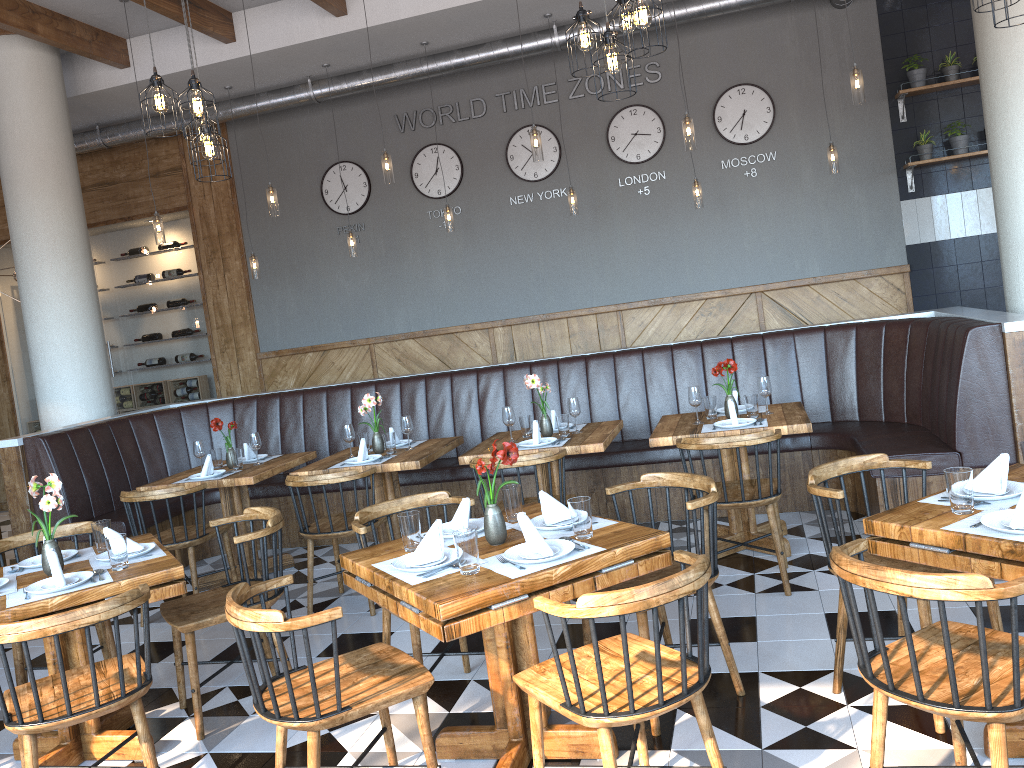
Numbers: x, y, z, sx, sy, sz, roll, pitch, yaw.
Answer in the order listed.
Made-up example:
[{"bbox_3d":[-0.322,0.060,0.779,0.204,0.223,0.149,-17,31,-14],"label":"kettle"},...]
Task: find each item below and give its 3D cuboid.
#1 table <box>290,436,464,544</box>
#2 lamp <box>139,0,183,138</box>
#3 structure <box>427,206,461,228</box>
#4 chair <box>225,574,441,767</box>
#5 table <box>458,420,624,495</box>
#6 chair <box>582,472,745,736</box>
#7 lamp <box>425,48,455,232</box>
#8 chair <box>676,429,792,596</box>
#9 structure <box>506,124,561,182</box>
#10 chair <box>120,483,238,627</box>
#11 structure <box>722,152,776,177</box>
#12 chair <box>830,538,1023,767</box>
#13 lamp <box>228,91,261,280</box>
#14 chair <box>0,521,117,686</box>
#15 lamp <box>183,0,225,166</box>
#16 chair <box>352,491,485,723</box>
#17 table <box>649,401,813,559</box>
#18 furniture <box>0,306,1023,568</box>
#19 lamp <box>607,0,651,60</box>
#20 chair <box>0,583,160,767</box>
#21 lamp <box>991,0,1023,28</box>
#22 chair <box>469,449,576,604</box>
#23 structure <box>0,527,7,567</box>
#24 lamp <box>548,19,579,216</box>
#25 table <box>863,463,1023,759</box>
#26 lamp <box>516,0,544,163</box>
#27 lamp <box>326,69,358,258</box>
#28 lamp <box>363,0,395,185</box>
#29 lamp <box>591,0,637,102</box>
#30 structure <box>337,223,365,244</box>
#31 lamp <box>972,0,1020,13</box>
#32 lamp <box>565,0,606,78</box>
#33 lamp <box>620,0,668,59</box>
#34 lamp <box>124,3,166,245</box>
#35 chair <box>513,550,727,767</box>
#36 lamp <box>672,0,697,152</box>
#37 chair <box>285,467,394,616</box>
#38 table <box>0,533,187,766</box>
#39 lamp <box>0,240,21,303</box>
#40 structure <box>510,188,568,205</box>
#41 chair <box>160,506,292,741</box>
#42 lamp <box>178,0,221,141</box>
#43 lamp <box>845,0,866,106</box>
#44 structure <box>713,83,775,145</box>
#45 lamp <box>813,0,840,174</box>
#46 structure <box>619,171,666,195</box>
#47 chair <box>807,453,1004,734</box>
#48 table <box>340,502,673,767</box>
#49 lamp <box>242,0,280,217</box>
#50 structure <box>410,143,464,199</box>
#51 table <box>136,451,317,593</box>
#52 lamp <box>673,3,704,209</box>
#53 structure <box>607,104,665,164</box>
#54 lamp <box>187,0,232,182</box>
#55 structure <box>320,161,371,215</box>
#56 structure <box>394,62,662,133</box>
[{"bbox_3d":[-0.791,0.824,5.713,0.849,0.762,0.853,-7,4,15],"label":"table"},{"bbox_3d":[-1.910,-2.297,4.468,0.175,2.067,0.175,-8,2,-2],"label":"lamp"},{"bbox_3d":[-0.686,-1.694,9.077,0.368,0.199,0.021,-7,3,15],"label":"structure"},{"bbox_3d":[-0.551,1.008,2.764,0.551,0.816,0.519,-10,3,-30],"label":"chair"},{"bbox_3d":[0.254,0.702,5.432,0.849,0.762,0.853,-7,4,15],"label":"table"},{"bbox_3d":[0.551,0.802,3.409,0.551,0.816,0.519,-10,3,-30],"label":"chair"},{"bbox_3d":[-0.694,-2.365,8.082,0.078,1.961,0.078,-10,3,-40],"label":"lamp"},{"bbox_3d":[1.153,0.625,4.535,0.519,0.816,0.551,-7,3,15],"label":"chair"},{"bbox_3d":[0.212,-2.286,8.785,0.560,0.559,0.046,-7,2,15],"label":"structure"},{"bbox_3d":[-2.015,0.994,5.387,0.519,0.816,0.551,-7,3,15],"label":"chair"},{"bbox_3d":[2.227,-2.033,8.293,0.497,0.199,0.021,-7,3,15],"label":"structure"},{"bbox_3d":[1.174,0.808,2.300,0.551,0.816,0.519,-10,3,-30],"label":"chair"},{"bbox_3d":[-2.629,-1.996,8.614,0.078,1.961,0.078,-10,3,-43],"label":"lamp"},{"bbox_3d":[-2.105,1.111,4.124,0.521,0.816,0.549,-10,3,-30],"label":"chair"},{"bbox_3d":[-1.818,-2.240,4.841,0.175,2.067,0.175,-10,3,-35],"label":"lamp"},{"bbox_3d":[-0.322,0.904,3.644,0.521,0.816,0.549,-10,3,-30],"label":"chair"},{"bbox_3d":[1.311,0.579,5.148,0.849,0.762,0.853,-7,4,15],"label":"table"},{"bbox_3d":[-0.133,0.492,6.257,6.578,1.148,1.925,-7,4,15],"label":"furniture"},{"bbox_3d":[0.429,-2.599,4.200,0.175,2.067,0.175,-9,2,-14],"label":"lamp"},{"bbox_3d":[-1.459,1.114,3.008,0.521,0.816,0.549,-10,3,-30],"label":"chair"},{"bbox_3d":[1.965,-2.534,3.649,0.174,2.067,0.176,-6,3,33],"label":"lamp"},{"bbox_3d":[0.097,0.748,4.819,0.519,0.816,0.551,-7,3,15],"label":"chair"},{"bbox_3d":[-4.273,0.976,6.436,1.044,1.298,0.647,-7,3,15],"label":"structure"},{"bbox_3d":[0.419,-2.461,7.786,0.078,1.961,0.078,-7,2,23],"label":"lamp"},{"bbox_3d":[1.722,0.731,2.629,0.867,0.762,0.863,-10,4,-30],"label":"table"},{"bbox_3d":[0.057,-2.574,6.344,0.078,1.961,0.078,-6,3,34],"label":"lamp"},{"bbox_3d":[-1.630,-2.171,8.340,0.078,1.961,0.078,-8,2,1],"label":"lamp"},{"bbox_3d":[-1.056,-2.478,6.641,0.078,1.961,0.078,-10,3,-40],"label":"lamp"},{"bbox_3d":[0.339,-2.338,4.014,0.175,2.067,0.175,-9,2,-14],"label":"lamp"},{"bbox_3d":[-1.688,-1.577,9.346,0.305,0.197,0.021,-7,3,15],"label":"structure"},{"bbox_3d":[1.994,-2.687,3.860,0.175,2.067,0.175,-8,2,0],"label":"lamp"},{"bbox_3d":[0.230,-2.515,4.205,0.175,2.067,0.175,-9,3,-25],"label":"lamp"},{"bbox_3d":[0.446,-2.470,3.826,0.174,2.067,0.176,-6,3,42],"label":"lamp"},{"bbox_3d":[-2.991,-2.109,7.173,0.078,1.961,0.078,-10,3,-43],"label":"lamp"},{"bbox_3d":[0.323,0.907,2.529,0.521,0.816,0.549,-10,3,-30],"label":"chair"},{"bbox_3d":[1.101,-2.581,6.072,0.078,1.961,0.078,-10,3,-35],"label":"lamp"},{"bbox_3d":[-0.959,0.871,5.103,0.519,0.816,0.551,-7,3,15],"label":"chair"},{"bbox_3d":[-1.785,1.140,3.573,0.867,0.762,0.863,-10,4,-30],"label":"table"},{"bbox_3d":[-5.280,-1.410,8.497,1.189,2.188,1.160,-9,3,-24],"label":"lamp"},{"bbox_3d":[0.266,-1.865,8.816,0.582,0.079,0.021,-7,3,15],"label":"structure"},{"bbox_3d":[-1.231,1.010,3.888,0.551,0.816,0.519,-10,3,-30],"label":"chair"},{"bbox_3d":[-1.701,-2.265,4.422,0.175,2.067,0.175,-8,2,-13],"label":"lamp"},{"bbox_3d":[2.150,-2.810,5.782,0.078,1.961,0.078,-8,2,-9],"label":"lamp"},{"bbox_3d":[2.162,-2.513,8.260,0.560,0.559,0.046,-7,2,15],"label":"structure"},{"bbox_3d":[2.512,-2.697,7.223,0.078,1.961,0.078,-8,2,-9],"label":"lamp"},{"bbox_3d":[1.263,-1.921,8.552,0.442,0.199,0.021,-7,3,15],"label":"structure"},{"bbox_3d":[1.403,0.703,3.180,0.521,0.816,0.549,-10,3,-30],"label":"chair"},{"bbox_3d":[-0.003,0.932,3.093,0.867,0.762,0.863,-10,4,-30],"label":"table"},{"bbox_3d":[-1.992,-2.284,6.899,0.078,1.961,0.078,-8,2,1],"label":"lamp"},{"bbox_3d":[-0.768,-2.172,9.048,0.560,0.559,0.046,-7,2,15],"label":"structure"},{"bbox_3d":[-1.849,0.947,5.998,0.849,0.762,0.853,-7,4,15],"label":"table"},{"bbox_3d":[1.463,-2.468,7.514,0.078,1.961,0.078,-10,3,-35],"label":"lamp"},{"bbox_3d":[1.191,-2.400,8.522,0.560,0.559,0.046,-7,2,15],"label":"structure"},{"bbox_3d":[-1.717,-2.105,4.640,0.175,2.067,0.175,-8,2,-2],"label":"lamp"},{"bbox_3d":[-1.747,-2.058,9.312,0.560,0.559,0.046,-7,2,15],"label":"structure"},{"bbox_3d":[0.110,-2.824,8.777,2.725,0.199,0.033,-7,3,15],"label":"structure"}]
